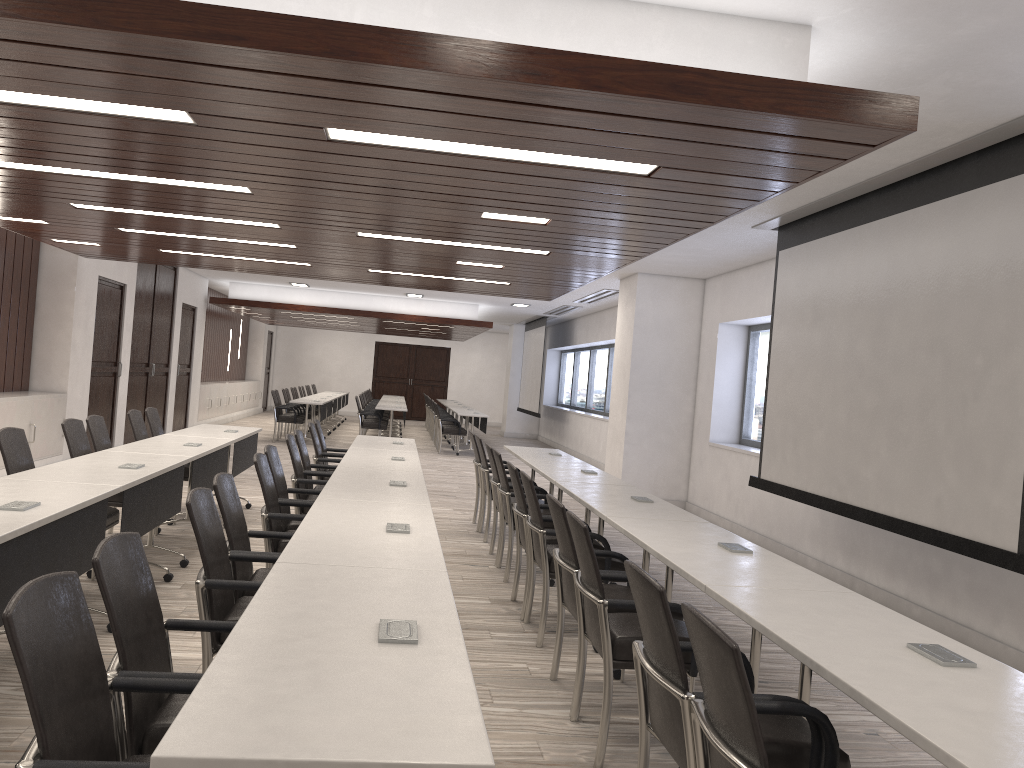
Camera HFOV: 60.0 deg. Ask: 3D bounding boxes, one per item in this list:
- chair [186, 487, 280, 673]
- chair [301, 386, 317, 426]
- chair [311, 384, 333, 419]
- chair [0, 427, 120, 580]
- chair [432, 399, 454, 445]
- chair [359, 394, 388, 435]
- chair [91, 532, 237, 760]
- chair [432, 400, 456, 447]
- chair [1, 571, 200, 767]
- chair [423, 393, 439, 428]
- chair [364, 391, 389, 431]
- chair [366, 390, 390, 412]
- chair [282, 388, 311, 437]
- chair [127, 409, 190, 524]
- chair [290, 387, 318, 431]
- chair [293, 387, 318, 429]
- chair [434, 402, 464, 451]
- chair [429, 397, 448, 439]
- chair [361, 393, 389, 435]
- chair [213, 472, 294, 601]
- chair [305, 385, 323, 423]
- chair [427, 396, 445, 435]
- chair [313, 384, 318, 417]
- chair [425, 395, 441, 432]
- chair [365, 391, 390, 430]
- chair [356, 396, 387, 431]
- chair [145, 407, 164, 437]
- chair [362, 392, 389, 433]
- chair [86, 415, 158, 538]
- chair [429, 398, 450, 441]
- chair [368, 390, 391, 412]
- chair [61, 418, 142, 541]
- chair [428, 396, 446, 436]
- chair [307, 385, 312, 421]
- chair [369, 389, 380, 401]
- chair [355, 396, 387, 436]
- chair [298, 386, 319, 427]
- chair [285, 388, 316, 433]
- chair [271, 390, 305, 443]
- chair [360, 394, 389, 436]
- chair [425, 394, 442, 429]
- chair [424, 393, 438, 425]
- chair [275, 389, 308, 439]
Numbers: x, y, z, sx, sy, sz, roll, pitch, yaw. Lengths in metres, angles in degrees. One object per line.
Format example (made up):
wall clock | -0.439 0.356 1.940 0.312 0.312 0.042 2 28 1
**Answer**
chair | -0.955 0.896 3.451 0.638 0.939 0.513 5 0 -7
chair | -4.781 0.535 21.339 0.638 0.939 0.513 5 0 -8
chair | -5.105 0.501 23.837 0.638 0.939 0.513 5 0 -8
chair | -2.719 0.748 5.287 0.638 0.939 0.513 5 0 -8
chair | -1.411 0.815 18.713 0.638 0.939 0.513 5 0 -8
chair | -2.827 0.703 17.998 0.638 0.939 0.513 5 0 -8
chair | -0.833 0.909 2.468 0.638 0.939 0.513 5 0 -8
chair | -1.362 0.821 18.193 0.638 0.939 0.513 5 0 -7
chair | -0.766 0.916 1.956 0.638 0.939 0.513 5 0 -7
chair | -2.136 0.741 24.223 0.638 0.939 0.513 5 0 -6
chair | -3.227 0.662 21.018 0.638 0.939 0.513 5 0 -7
chair | -3.416 0.642 22.530 0.638 0.939 0.513 5 0 -7
chair | -4.332 0.581 17.805 0.638 0.939 0.513 5 0 -8
chair | -3.048 0.714 7.782 0.638 0.939 0.513 5 0 -8
chair | -4.533 0.561 19.303 0.638 0.939 0.513 5 0 -7
chair | -4.592 0.554 19.818 0.638 0.939 0.513 5 0 -7
chair | -1.234 0.834 17.200 0.638 0.939 0.513 5 0 -8
chair | -1.619 0.794 20.215 0.638 0.939 0.513 5 0 -7
chair | -3.029 0.682 19.506 0.638 0.939 0.513 5 0 -7
chair | -1.030 0.888 3.966 0.638 0.939 0.513 5 0 -8
chair | -4.919 0.521 22.328 0.638 0.939 0.513 5 0 -8
chair | -1.797 0.776 21.724 0.638 0.939 0.513 5 0 -8
chair | -5.175 0.494 24.356 0.638 0.939 0.513 5 0 -7
chair | -1.941 0.761 22.713 0.638 0.939 0.513 5 0 -8
chair | -3.284 0.656 21.539 0.638 0.939 0.513 5 0 -7
chair | -2.715 0.715 17.014 0.638 0.939 0.513 5 0 -8
chair | -3.116 0.707 8.308 0.638 0.939 0.513 5 0 -8
chair | -3.098 0.675 20.018 0.638 0.939 0.513 5 0 -7
chair | -2.926 0.727 6.788 0.638 0.939 0.513 5 0 -8
chair | -1.554 0.801 19.694 0.638 0.939 0.513 5 0 -7
chair | -3.474 0.636 23.046 0.638 0.939 0.513 5 0 -7
chair | -2.845 0.735 6.274 0.638 0.939 0.513 5 0 -7
chair | -1.736 0.782 21.202 0.638 0.939 0.513 5 0 -7
chair | -4.987 0.514 22.849 0.638 0.939 0.513 5 0 -7
chair | -3.598 0.623 24.038 0.638 0.939 0.513 5 0 -7
chair | -2.635 0.723 16.487 0.638 0.939 0.513 5 0 -8
chair | -4.730 0.540 20.817 0.638 0.939 0.513 5 0 -7
chair | -4.399 0.574 18.334 0.638 0.939 0.513 5 0 -7
chair | -4.131 0.602 16.293 0.638 0.939 0.513 5 0 -6
chair | -2.892 0.696 18.514 0.638 0.939 0.513 5 0 -8
chair | -2.007 0.754 23.242 0.638 0.939 0.513 5 0 -7
chair | -2.194 0.735 24.741 0.638 0.939 0.513 5 0 -7
chair | -4.206 0.594 16.810 0.638 0.939 0.513 5 0 -8
